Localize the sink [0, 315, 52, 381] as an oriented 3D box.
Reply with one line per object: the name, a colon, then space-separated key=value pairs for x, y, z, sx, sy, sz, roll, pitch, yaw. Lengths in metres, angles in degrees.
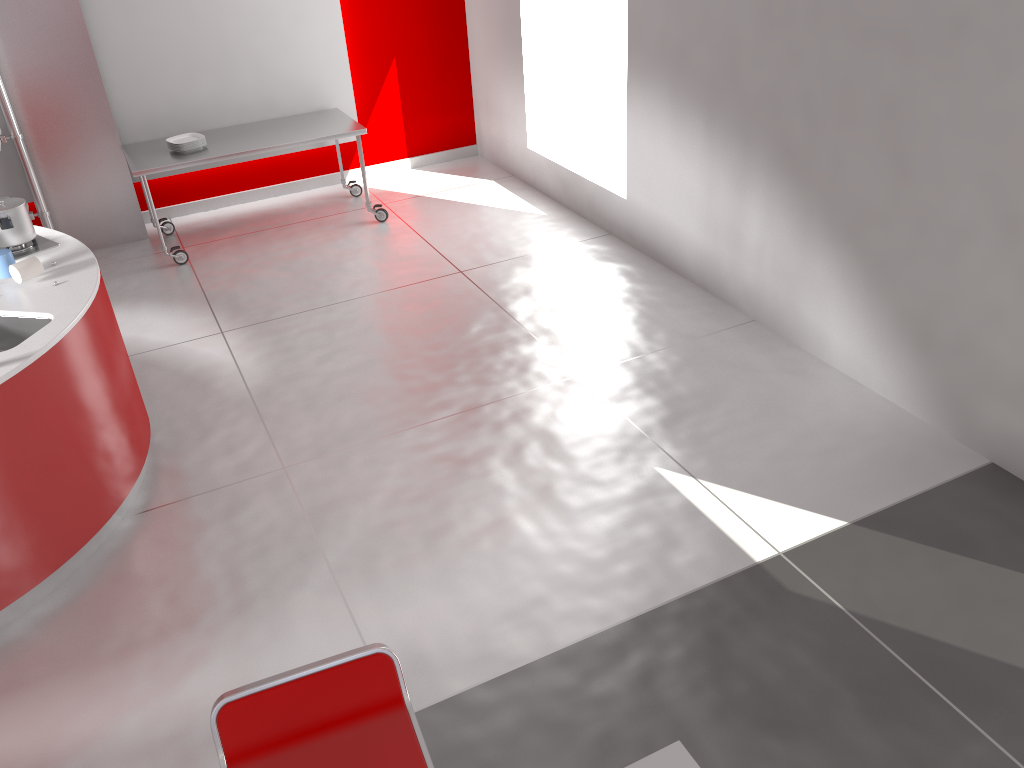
sink: x=-1.941 y=-0.108 z=3.342 sx=0.428 sy=0.172 sz=0.326 roll=4 pitch=32 yaw=13

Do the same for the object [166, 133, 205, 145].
object: x=-2.178 y=-1.632 z=5.921 sx=0.228 sy=0.020 sz=0.228 roll=-29 pitch=39 yaw=-35

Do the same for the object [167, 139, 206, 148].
object: x=-2.177 y=-1.614 z=5.931 sx=0.228 sy=0.020 sz=0.228 roll=-29 pitch=39 yaw=-35

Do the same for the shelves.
shelves: x=-3.898 y=-1.665 z=5.111 sx=1.735 sy=2.599 sz=0.535 roll=-17 pitch=34 yaw=-20

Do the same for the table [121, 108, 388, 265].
table: x=-1.801 y=-1.422 z=6.306 sx=1.627 sy=0.682 sz=0.749 roll=-16 pitch=33 yaw=-19

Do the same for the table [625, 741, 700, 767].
table: x=-0.274 y=1.437 z=1.145 sx=1.700 sy=1.000 sz=0.800 roll=-17 pitch=34 yaw=-20

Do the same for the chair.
chair: x=-0.339 y=1.056 z=1.914 sx=0.418 sy=0.857 sz=0.460 roll=-14 pitch=33 yaw=-16

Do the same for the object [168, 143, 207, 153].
object: x=-2.175 y=-1.588 z=5.947 sx=0.228 sy=0.020 sz=0.228 roll=-29 pitch=39 yaw=-35

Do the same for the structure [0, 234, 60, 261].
structure: x=-2.292 y=-0.586 z=3.927 sx=0.303 sy=0.037 sz=0.457 roll=20 pitch=39 yaw=34

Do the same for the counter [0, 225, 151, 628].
counter: x=-2.578 y=0.325 z=3.351 sx=1.868 sy=0.880 sz=2.865 roll=1 pitch=32 yaw=8

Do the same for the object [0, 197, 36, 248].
object: x=-2.234 y=-0.723 z=3.931 sx=0.218 sy=0.185 sz=0.189 roll=12 pitch=35 yaw=24

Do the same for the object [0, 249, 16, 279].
object: x=-2.104 y=-0.500 z=3.666 sx=0.109 sy=0.100 sz=0.080 roll=19 pitch=38 yaw=33

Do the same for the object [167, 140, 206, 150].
object: x=-2.177 y=-1.606 z=5.936 sx=0.228 sy=0.020 sz=0.228 roll=-29 pitch=39 yaw=-35

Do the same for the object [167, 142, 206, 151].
object: x=-2.176 y=-1.597 z=5.942 sx=0.228 sy=0.020 sz=0.228 roll=-29 pitch=39 yaw=-35

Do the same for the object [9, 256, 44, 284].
object: x=-1.987 y=-0.468 z=3.617 sx=0.109 sy=0.080 sz=0.100 roll=17 pitch=37 yaw=30

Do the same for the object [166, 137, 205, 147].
object: x=-2.178 y=-1.623 z=5.926 sx=0.228 sy=0.020 sz=0.228 roll=-29 pitch=39 yaw=-35
